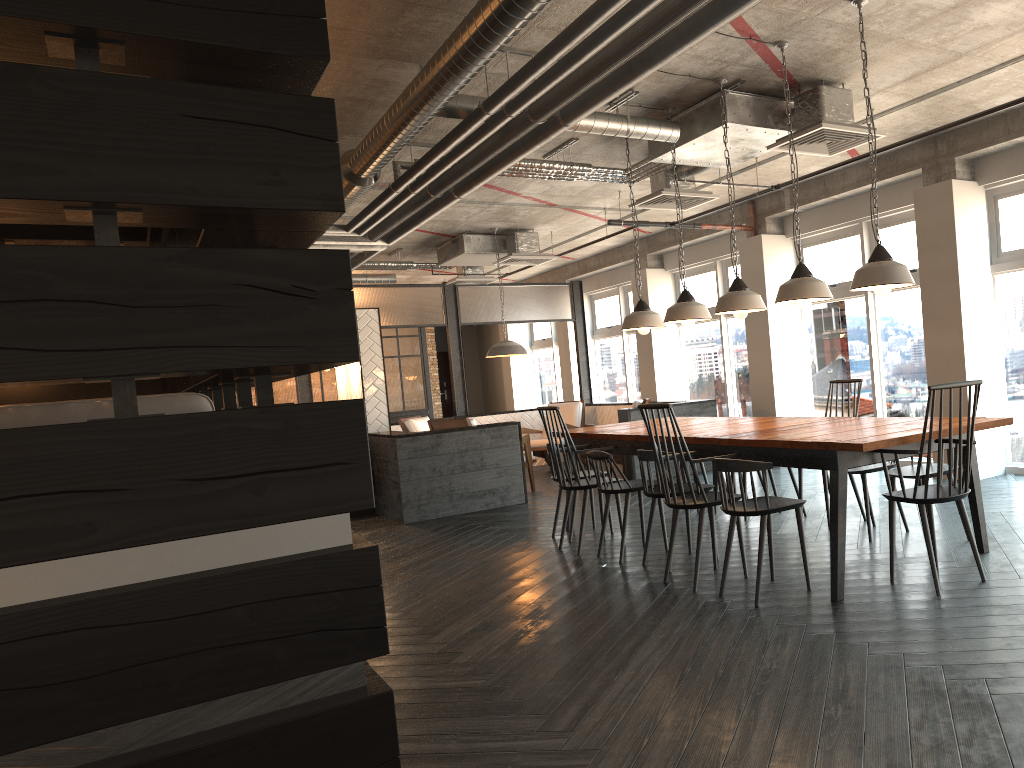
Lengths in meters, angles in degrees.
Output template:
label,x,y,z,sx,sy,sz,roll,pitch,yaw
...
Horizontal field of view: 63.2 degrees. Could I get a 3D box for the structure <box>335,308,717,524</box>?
label,x,y,z,sx,sy,sz,roll,pitch,yaw
structure,-0.216,0.169,10.037,4.561,2.117,3.189,-5,1,-29

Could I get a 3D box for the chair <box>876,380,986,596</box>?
label,x,y,z,sx,sy,sz,roll,pitch,yaw
chair,2.156,0.509,4.280,0.521,1.034,0.428,-6,2,-24

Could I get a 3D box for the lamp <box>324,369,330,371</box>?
label,x,y,z,sx,sy,sz,roll,pitch,yaw
lamp,-2.057,-0.226,9.270,0.172,0.172,0.255,-5,1,30

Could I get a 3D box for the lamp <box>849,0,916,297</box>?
label,x,y,z,sx,sy,sz,roll,pitch,yaw
lamp,1.935,-1.338,4.484,0.350,1.739,0.382,-5,2,13

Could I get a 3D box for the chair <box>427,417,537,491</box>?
label,x,y,z,sx,sy,sz,roll,pitch,yaw
chair,-0.326,0.784,9.015,0.630,0.908,1.062,-4,1,33

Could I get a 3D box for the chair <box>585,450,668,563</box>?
label,x,y,z,sx,sy,sz,roll,pitch,yaw
chair,0.785,0.780,5.571,0.533,0.726,0.322,-6,2,-30

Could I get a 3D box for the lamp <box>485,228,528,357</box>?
label,x,y,z,sx,sy,sz,roll,pitch,yaw
lamp,-0.130,-1.114,10.099,0.571,1.547,0.447,-6,2,-22

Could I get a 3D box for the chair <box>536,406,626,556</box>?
label,x,y,z,sx,sy,sz,roll,pitch,yaw
chair,0.517,0.649,5.895,0.563,1.034,0.394,-6,2,-29

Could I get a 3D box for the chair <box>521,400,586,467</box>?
label,x,y,z,sx,sy,sz,roll,pitch,yaw
chair,0.586,0.708,11.234,0.656,0.908,1.027,-5,1,24

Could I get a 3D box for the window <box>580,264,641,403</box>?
label,x,y,z,sx,sy,sz,roll,pitch,yaw
window,1.850,-0.386,13.345,0.283,2.878,2.151,-6,2,-25

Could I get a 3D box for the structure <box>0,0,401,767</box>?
label,x,y,z,sx,sy,sz,roll,pitch,yaw
structure,-4.359,0.198,2.457,7.028,2.744,4.720,-5,0,-30

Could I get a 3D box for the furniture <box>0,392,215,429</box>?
label,x,y,z,sx,sy,sz,roll,pitch,yaw
furniture,-1.739,0.724,1.901,2.160,1.262,0.511,-5,1,-31

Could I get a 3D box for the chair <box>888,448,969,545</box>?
label,x,y,z,sx,sy,sz,roll,pitch,yaw
chair,2.562,0.624,5.156,0.512,0.738,0.322,-6,2,-30

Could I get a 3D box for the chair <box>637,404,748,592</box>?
label,x,y,z,sx,sy,sz,roll,pitch,yaw
chair,1.052,0.603,4.723,0.563,1.034,0.394,-6,2,-29

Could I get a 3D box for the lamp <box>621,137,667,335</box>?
label,x,y,z,sx,sy,sz,roll,pitch,yaw
lamp,0.973,-1.256,6.591,0.394,1.739,0.337,-6,2,-11

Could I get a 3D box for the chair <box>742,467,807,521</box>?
label,x,y,z,sx,sy,sz,roll,pitch,yaw
chair,1.986,0.673,6.401,0.512,0.738,0.322,-6,2,-30

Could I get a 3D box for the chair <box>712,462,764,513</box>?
label,x,y,z,sx,sy,sz,roll,pitch,yaw
chair,1.859,0.684,6.837,0.512,0.738,0.322,-6,2,-30

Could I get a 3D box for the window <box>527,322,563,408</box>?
label,x,y,z,sx,sy,sz,roll,pitch,yaw
window,0.841,-0.300,15.555,0.283,2.878,2.151,-6,2,-25

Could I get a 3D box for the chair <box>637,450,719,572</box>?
label,x,y,z,sx,sy,sz,roll,pitch,yaw
chair,1.041,0.752,5.227,0.512,0.738,0.322,-6,2,-30

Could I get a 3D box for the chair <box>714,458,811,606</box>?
label,x,y,z,sx,sy,sz,roll,pitch,yaw
chair,1.316,0.729,4.380,0.512,0.738,0.322,-6,2,-30

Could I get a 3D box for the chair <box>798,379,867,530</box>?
label,x,y,z,sx,sy,sz,roll,pitch,yaw
chair,2.301,0.498,6.050,0.563,1.034,0.394,-6,2,-29

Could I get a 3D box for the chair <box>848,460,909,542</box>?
label,x,y,z,sx,sy,sz,roll,pitch,yaw
chair,2.383,0.645,5.573,0.533,0.726,0.322,-6,2,-30

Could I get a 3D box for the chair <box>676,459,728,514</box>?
label,x,y,z,sx,sy,sz,roll,pitch,yaw
chair,1.628,0.709,7.147,0.533,0.726,0.322,-6,2,-30

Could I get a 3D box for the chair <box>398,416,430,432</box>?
label,x,y,z,sx,sy,sz,roll,pitch,yaw
chair,-0.790,0.824,10.286,0.913,0.908,0.744,-5,1,9

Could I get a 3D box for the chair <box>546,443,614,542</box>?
label,x,y,z,sx,sy,sz,roll,pitch,yaw
chair,0.527,0.796,6.411,0.512,0.738,0.322,-6,2,-30

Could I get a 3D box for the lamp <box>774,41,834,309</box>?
label,x,y,z,sx,sy,sz,roll,pitch,yaw
lamp,1.694,-1.317,5.012,0.423,1.739,0.309,-7,3,-40

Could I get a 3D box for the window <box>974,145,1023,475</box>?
label,x,y,z,sx,sy,sz,roll,pitch,yaw
window,4.873,-0.644,6.723,0.283,2.878,2.151,-6,2,-25

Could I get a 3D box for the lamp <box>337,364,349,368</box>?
label,x,y,z,sx,sy,sz,roll,pitch,yaw
lamp,-1.800,-0.248,8.705,0.172,0.172,0.255,-5,1,30

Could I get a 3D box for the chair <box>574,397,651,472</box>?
label,x,y,z,sx,sy,sz,roll,pitch,yaw
chair,1.206,0.655,9.935,0.938,0.908,0.724,-5,1,4

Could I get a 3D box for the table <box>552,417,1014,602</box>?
label,x,y,z,sx,sy,sz,roll,pitch,yaw
table,1.567,0.681,5.726,1.373,0.792,3.238,-5,0,-26

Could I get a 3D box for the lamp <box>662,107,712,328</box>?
label,x,y,z,sx,sy,sz,roll,pitch,yaw
lamp,1.213,-1.276,6.065,0.394,1.739,0.337,-6,2,-11

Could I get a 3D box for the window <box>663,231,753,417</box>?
label,x,y,z,sx,sy,sz,roll,pitch,yaw
window,2.859,-0.472,11.134,0.283,2.878,2.151,-6,2,-25

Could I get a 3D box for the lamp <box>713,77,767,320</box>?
label,x,y,z,sx,sy,sz,roll,pitch,yaw
lamp,1.454,-1.297,5.538,0.406,1.739,0.326,-6,2,-18

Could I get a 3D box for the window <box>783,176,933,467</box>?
label,x,y,z,sx,sy,sz,roll,pitch,yaw
window,3.866,-0.558,8.929,0.283,2.878,2.151,-6,2,-25
